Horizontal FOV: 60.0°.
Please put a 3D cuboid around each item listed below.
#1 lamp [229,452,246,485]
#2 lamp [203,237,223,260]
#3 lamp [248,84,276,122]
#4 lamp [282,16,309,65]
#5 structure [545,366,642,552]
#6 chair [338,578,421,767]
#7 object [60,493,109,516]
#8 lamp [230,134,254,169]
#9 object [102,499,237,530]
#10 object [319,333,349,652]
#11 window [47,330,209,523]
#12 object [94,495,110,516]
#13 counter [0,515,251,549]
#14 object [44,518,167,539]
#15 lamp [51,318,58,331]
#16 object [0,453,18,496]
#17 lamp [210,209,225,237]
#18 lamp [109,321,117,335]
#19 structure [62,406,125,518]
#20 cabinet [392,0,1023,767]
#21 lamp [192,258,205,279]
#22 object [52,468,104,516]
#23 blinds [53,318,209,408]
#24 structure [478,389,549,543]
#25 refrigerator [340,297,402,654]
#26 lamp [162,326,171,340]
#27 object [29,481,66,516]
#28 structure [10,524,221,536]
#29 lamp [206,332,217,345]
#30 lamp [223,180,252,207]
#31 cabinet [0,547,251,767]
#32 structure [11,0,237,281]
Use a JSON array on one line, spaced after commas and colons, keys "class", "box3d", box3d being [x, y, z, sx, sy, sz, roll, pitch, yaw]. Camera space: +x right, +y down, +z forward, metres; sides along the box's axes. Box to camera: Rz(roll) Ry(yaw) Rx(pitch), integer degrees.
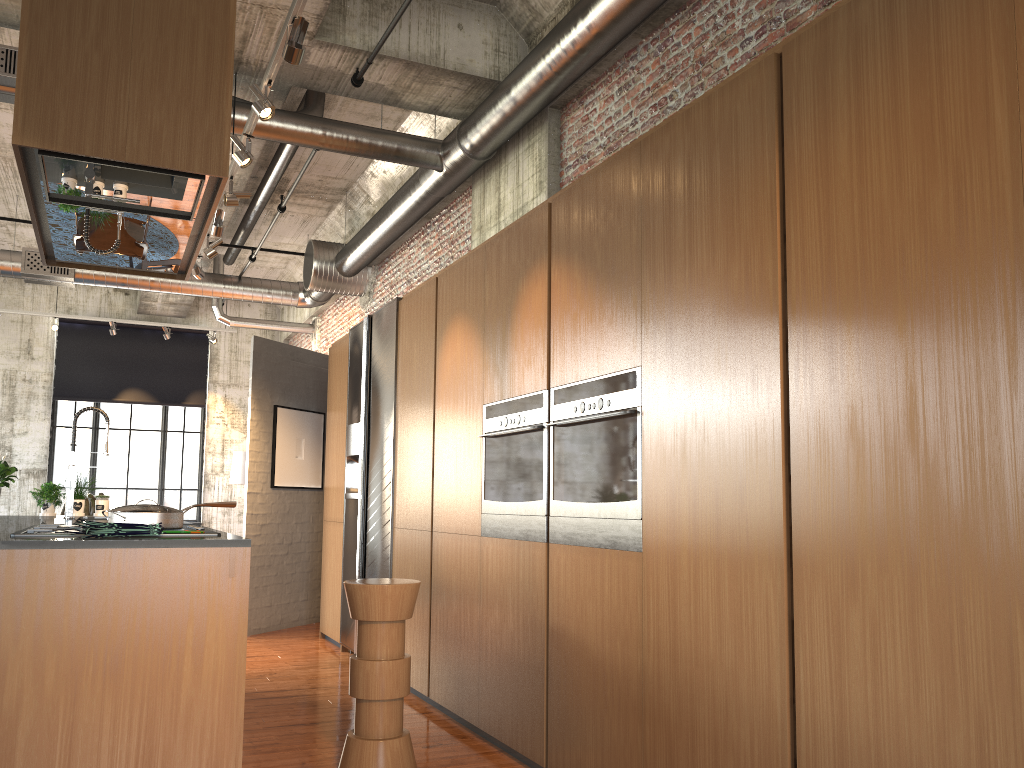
[{"class": "lamp", "box3d": [-4.666, 2.331, 15.675, 0.694, 2.235, 0.709, 1, -6, -2]}, {"class": "lamp", "box3d": [-2.781, -1.250, 8.206, 0.199, 0.227, 0.102, 2, -6, -15]}, {"class": "lamp", "box3d": [-1.459, -1.646, 5.200, 0.165, 0.250, 0.102, -2, -7, 20]}, {"class": "lamp", "box3d": [-1.101, -1.732, 4.492, 0.102, 0.214, 0.226, 4, -8, -28]}, {"class": "structure", "box3d": [0.352, 0.365, 4.161, 0.079, 0.792, 0.862, 3, -7, -24]}, {"class": "chair", "box3d": [-0.697, 1.531, 4.682, 0.411, 0.959, 0.410, 0, -6, 6]}, {"class": "object", "box3d": [-7.099, 2.444, 14.670, 0.728, 1.292, 0.457, 2, -6, -13]}, {"class": "lamp", "box3d": [-1.806, -1.549, 5.946, 0.165, 0.250, 0.102, 1, -6, 0]}, {"class": "object", "box3d": [-1.328, 0.522, 3.539, 0.331, 0.120, 0.732, -1, -8, 11]}, {"class": "object", "box3d": [-1.362, 1.065, 8.942, 0.860, 3.035, 0.913, 3, -7, -24]}, {"class": "window", "box3d": [-6.729, 0.767, 15.630, 2.581, 3.424, 0.051, 4, -7, -25]}, {"class": "object", "box3d": [-3.046, 0.905, 6.586, 0.107, 0.157, 0.107, -1, -7, 10]}, {"class": "counter", "box3d": [-2.347, 0.818, 4.662, 1.246, 0.174, 4.375, 4, -8, -24]}, {"class": "object", "box3d": [-1.358, 0.481, 2.975, 0.185, 0.067, 0.393, -2, -8, 21]}, {"class": "lamp", "box3d": [-7.367, -0.949, 14.286, 0.102, 0.210, 0.261, 4, -8, -29]}, {"class": "object", "box3d": [-3.683, 0.689, 6.306, 0.268, 0.500, 0.305, -1, -7, 18]}, {"class": "lamp", "box3d": [-2.486, -1.346, 7.494, 0.102, 0.240, 0.183, 4, -7, -29]}, {"class": "lamp", "box3d": [-6.569, -0.902, 14.592, 0.102, 0.250, 0.165, 1, -6, 0]}, {"class": "structure", "box3d": [-2.784, 0.521, 5.932, 0.361, 0.747, 0.168, 4, -7, -25]}, {"class": "cabinet", "box3d": [0.576, 0.522, 4.748, 0.860, 3.034, 5.357, 3, -8, -24]}, {"class": "lamp", "box3d": [-3.153, -1.165, 8.885, 0.102, 0.210, 0.261, 0, -7, 5]}, {"class": "object", "box3d": [-3.197, 0.786, 6.552, 0.305, 0.380, 0.363, 0, -7, 9]}, {"class": "blinds", "box3d": [-6.646, -0.368, 15.585, 2.445, 1.459, 0.151, 4, -7, -24]}, {"class": "structure", "box3d": [-0.023, 0.470, 4.974, 0.079, 0.792, 0.862, 3, -7, -24]}, {"class": "refrigerator", "box3d": [-0.748, 0.937, 7.893, 1.212, 3.040, 1.521, 3, -7, -24]}, {"class": "lamp", "box3d": [-5.819, -0.847, 14.937, 0.102, 0.250, 0.165, -2, -7, 20]}, {"class": "object", "box3d": [-3.390, 0.837, 6.483, 0.236, 0.257, 0.232, -1, -7, 14]}, {"class": "structure", "box3d": [-1.599, 0.587, 3.597, 0.678, 0.019, 1.100, 4, -8, -24]}, {"class": "lamp", "box3d": [-5.161, -0.786, 15.293, 0.226, 0.214, 0.103, -1, -7, 16]}, {"class": "lamp", "box3d": [-2.115, -1.442, 6.741, 0.261, 0.210, 0.102, 5, -7, -29]}, {"class": "cabinet", "box3d": [-2.354, 1.374, 4.605, 1.246, 1.239, 4.373, 4, -8, -24]}, {"class": "structure", "box3d": [-1.624, -1.203, 3.749, 0.664, 1.122, 1.633, 4, -8, -24]}]
